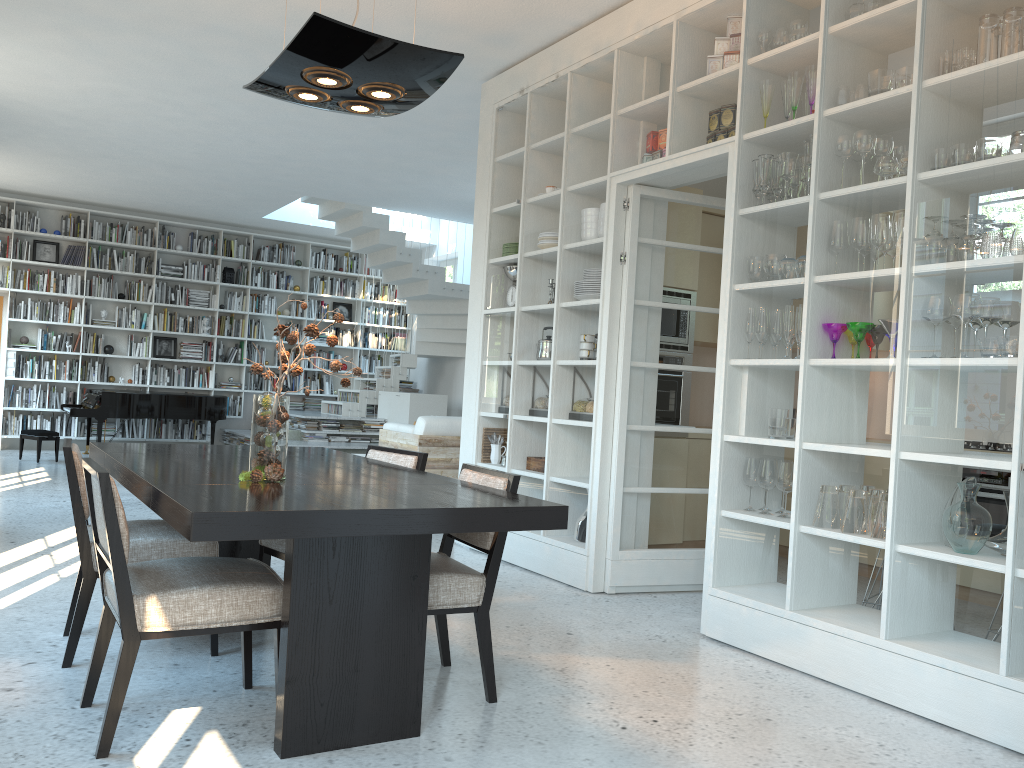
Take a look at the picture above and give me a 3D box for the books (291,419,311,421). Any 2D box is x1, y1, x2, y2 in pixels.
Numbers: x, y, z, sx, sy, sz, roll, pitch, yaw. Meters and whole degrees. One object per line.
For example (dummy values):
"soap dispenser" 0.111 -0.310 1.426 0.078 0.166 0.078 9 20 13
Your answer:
"books" -2.718 0.466 11.431 0.168 0.013 0.281 4 -1 -34

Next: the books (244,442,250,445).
"books" -3.340 0.775 11.464 0.182 0.013 0.287 4 -1 -30

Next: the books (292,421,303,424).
"books" -2.718 0.500 11.432 0.177 0.026 0.230 4 -1 -31

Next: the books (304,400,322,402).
"books" -2.974 0.251 13.235 0.254 0.006 0.161 4 -1 -27

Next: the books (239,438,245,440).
"books" -3.503 0.725 11.726 0.182 0.016 0.198 4 -1 -26

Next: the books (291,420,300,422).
"books" -2.721 0.482 11.429 0.187 0.009 0.250 4 -1 -31

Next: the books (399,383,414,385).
"books" -1.640 0.003 13.522 0.235 0.014 0.155 4 -1 -30

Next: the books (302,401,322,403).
"books" -2.981 0.267 13.239 0.285 0.005 0.159 4 -1 -32

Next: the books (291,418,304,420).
"books" -2.717 0.456 11.431 0.171 0.007 0.260 4 -1 -33

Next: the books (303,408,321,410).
"books" -2.986 0.370 13.239 0.254 0.007 0.161 4 -1 -30

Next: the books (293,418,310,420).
"books" -2.716 0.448 11.431 0.170 0.008 0.208 4 -1 -28

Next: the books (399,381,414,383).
"books" -1.637 -0.034 13.520 0.229 0.011 0.159 4 -1 -32

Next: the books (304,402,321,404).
"books" -2.981 0.283 13.237 0.285 0.005 0.159 4 -1 -33

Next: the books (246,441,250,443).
"books" -3.327 0.752 11.471 0.155 0.009 0.297 4 -1 -30

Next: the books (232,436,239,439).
"books" -3.661 0.726 11.995 0.180 0.015 0.294 4 -1 -33

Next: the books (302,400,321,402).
"books" -2.976 0.256 13.233 0.285 0.005 0.159 4 -1 -35

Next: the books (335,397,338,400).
"books" -2.537 0.229 13.458 0.204 0.035 0.266 4 -1 -30

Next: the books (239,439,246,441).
"books" -3.498 0.737 11.730 0.169 0.009 0.241 4 -1 -35

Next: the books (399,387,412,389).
"books" -1.643 0.058 13.521 0.192 0.008 0.160 4 -1 -31

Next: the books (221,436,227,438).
"books" -3.975 0.747 12.508 0.177 0.012 0.278 4 -1 -35

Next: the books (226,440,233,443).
"books" -3.823 0.794 12.259 0.189 0.030 0.237 4 -1 -31

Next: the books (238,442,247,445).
"books" -3.496 0.792 11.733 0.159 0.012 0.292 4 -1 -34

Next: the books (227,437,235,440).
"books" -3.827 0.752 12.255 0.191 0.028 0.212 4 -1 -27

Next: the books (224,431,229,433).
"books" -3.958 0.682 12.516 0.158 0.014 0.234 4 -1 -33

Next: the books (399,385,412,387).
"books" -1.647 0.029 13.530 0.215 0.011 0.121 4 -1 -36

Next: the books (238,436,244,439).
"books" -3.496 0.710 11.730 0.171 0.015 0.252 4 -1 -34

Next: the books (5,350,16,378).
"books" -6.311 -0.252 11.153 0.106 0.340 0.307 3 0 -31

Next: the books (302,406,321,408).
"books" -2.981 0.343 13.239 0.285 0.007 0.159 4 -1 -29

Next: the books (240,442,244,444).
"books" -3.491 0.780 11.735 0.165 0.012 0.205 4 -1 -31

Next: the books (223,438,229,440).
"books" -3.975 0.772 12.509 0.179 0.012 0.261 4 -1 -28

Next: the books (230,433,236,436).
"books" -3.796 0.701 12.272 0.135 0.014 0.297 4 -1 -30

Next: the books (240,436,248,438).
"books" -3.492 0.697 11.732 0.174 0.011 0.227 4 -1 -32

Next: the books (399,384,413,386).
"books" -1.643 0.017 13.526 0.206 0.014 0.150 4 -1 -31

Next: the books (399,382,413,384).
"books" -1.645 -0.017 13.532 0.232 0.025 0.123 4 -1 -34

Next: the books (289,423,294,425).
"books" -2.875 0.521 11.695 0.167 0.024 0.192 4 -1 -30

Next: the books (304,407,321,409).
"books" -2.978 0.357 13.233 0.285 0.007 0.159 4 -1 -26

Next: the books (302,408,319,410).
"books" -2.987 0.377 13.241 0.254 0.007 0.161 4 -1 -31

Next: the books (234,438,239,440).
"books" -3.659 0.744 11.997 0.171 0.020 0.193 4 -1 -27

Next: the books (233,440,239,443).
"books" -3.658 0.781 11.999 0.172 0.014 0.221 4 -1 -30

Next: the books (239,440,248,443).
"books" -3.495 0.760 11.732 0.159 0.011 0.246 4 -1 -35

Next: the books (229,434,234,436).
"books" -3.802 0.710 12.269 0.126 0.005 0.290 4 -1 -36

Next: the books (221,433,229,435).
"books" -3.978 0.712 12.506 0.191 0.013 0.243 4 -1 -35

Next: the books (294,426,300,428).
"books" -2.715 0.559 11.436 0.142 0.020 0.230 4 -1 -26

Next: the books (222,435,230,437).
"books" -3.972 0.737 12.510 0.188 0.009 0.211 4 -1 -32

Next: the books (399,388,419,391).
"books" -1.547 0.083 13.352 0.267 0.026 0.161 4 -1 -26

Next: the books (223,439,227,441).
"books" -3.967 0.795 12.515 0.172 0.016 0.241 4 -1 -31

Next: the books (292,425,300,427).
"books" -2.717 0.545 11.434 0.154 0.007 0.292 4 -1 -28

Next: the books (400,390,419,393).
"books" -1.546 0.108 13.347 0.234 0.025 0.157 4 -1 -35

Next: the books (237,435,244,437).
"books" -3.504 0.688 11.724 0.193 0.005 0.224 4 -1 -35

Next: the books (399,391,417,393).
"books" -1.553 0.126 13.357 0.278 0.012 0.177 4 -1 -27

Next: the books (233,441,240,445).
"books" -3.665 0.800 11.995 0.177 0.026 0.230 4 -1 -28

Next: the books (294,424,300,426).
"books" -2.712 0.528 11.437 0.155 0.028 0.189 4 -1 -30

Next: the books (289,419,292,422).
"books" -2.878 0.480 11.692 0.174 0.029 0.250 4 -1 -33

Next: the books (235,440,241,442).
"books" -3.646 0.771 12.006 0.149 0.007 0.300 4 -1 -31

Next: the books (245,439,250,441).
"books" -3.337 0.731 11.465 0.165 0.014 0.235 4 -1 -36

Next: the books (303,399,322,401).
"books" -2.972 0.240 13.233 0.254 0.006 0.161 4 -1 -36

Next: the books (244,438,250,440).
"books" -3.339 0.718 11.463 0.179 0.012 0.249 4 -1 -34

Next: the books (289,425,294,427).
"books" -2.870 0.555 11.699 0.132 0.016 0.262 4 -1 -26

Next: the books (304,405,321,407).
"books" -2.978 0.329 13.234 0.285 0.007 0.159 4 -1 -35

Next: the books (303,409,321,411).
"books" -2.983 0.384 13.234 0.254 0.007 0.161 4 -1 -27
